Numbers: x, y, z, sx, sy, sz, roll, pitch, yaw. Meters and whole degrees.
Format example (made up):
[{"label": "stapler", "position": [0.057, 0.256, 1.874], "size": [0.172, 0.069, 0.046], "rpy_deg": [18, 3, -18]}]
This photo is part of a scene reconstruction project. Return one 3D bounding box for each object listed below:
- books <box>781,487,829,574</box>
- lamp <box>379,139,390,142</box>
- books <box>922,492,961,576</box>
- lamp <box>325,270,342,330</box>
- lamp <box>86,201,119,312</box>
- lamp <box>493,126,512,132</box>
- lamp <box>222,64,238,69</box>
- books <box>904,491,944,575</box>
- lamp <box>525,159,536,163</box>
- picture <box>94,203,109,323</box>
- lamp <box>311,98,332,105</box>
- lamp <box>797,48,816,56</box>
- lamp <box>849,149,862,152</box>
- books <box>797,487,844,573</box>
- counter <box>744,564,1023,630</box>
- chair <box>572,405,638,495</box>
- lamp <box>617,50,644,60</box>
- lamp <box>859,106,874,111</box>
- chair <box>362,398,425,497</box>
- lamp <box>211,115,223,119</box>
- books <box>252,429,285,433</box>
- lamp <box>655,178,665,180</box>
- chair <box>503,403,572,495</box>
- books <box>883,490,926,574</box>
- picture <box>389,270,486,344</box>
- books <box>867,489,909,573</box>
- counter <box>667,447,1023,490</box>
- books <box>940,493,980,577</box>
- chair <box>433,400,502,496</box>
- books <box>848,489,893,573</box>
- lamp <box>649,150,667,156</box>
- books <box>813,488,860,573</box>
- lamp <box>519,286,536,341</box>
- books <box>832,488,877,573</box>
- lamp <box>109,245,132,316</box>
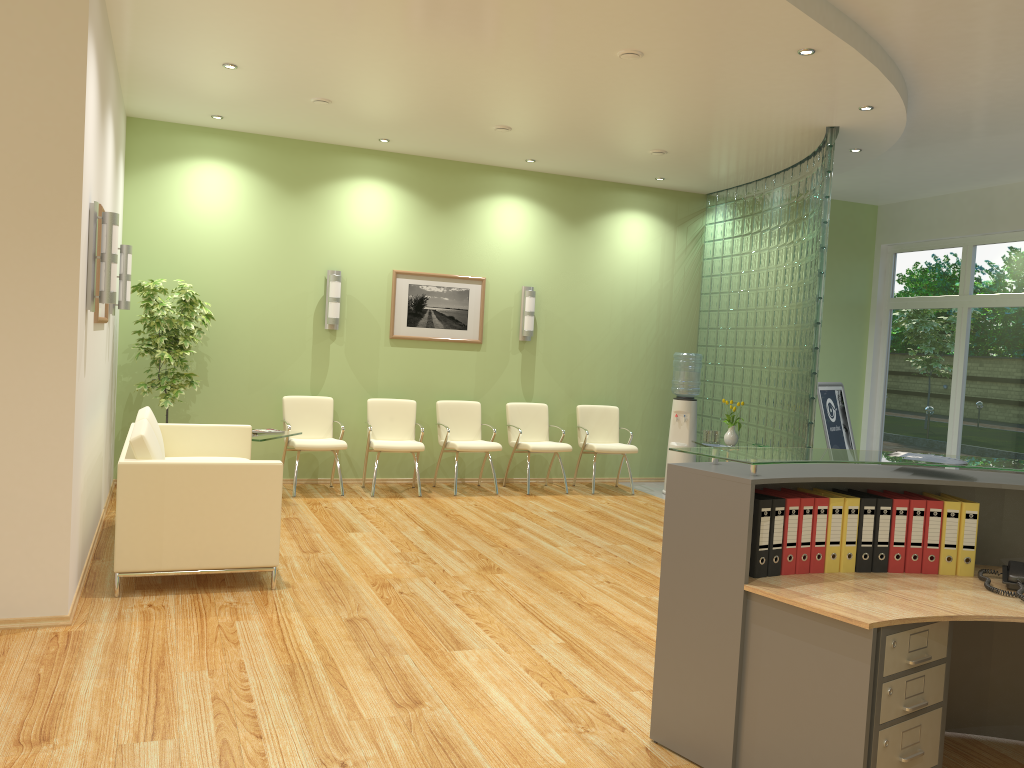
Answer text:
[{"label": "books", "position": [1.114, 0.557, 3.399], "size": [0.063, 0.282, 0.231], "rpy_deg": [3, 3, -16]}, {"label": "lamp", "position": [-1.208, -2.299, 8.379], "size": [0.105, 0.011, 0.105], "rpy_deg": [1, 3, -40]}, {"label": "books", "position": [1.681, 0.585, 3.492], "size": [0.063, 0.282, 0.231], "rpy_deg": [3, 3, 5]}, {"label": "lamp", "position": [-1.750, -0.826, 8.711], "size": [0.134, 0.580, 0.142], "rpy_deg": [2, 3, -21]}, {"label": "lamp", "position": [-2.178, -0.671, 4.724], "size": [0.142, 0.580, 0.134], "rpy_deg": [2, 3, -21]}, {"label": "lamp", "position": [-0.084, -2.196, 7.666], "size": [0.167, 0.024, 0.167], "rpy_deg": [5, 3, 29]}, {"label": "lamp", "position": [-1.999, -2.250, 6.289], "size": [0.105, 0.011, 0.105], "rpy_deg": [4, 3, 12]}, {"label": "books", "position": [1.610, 0.581, 3.491], "size": [0.063, 0.282, 0.231], "rpy_deg": [3, 3, 2]}, {"label": "lamp", "position": [0.187, -2.244, 8.929], "size": [0.105, 0.011, 0.105], "rpy_deg": [1, 3, -40]}, {"label": "picture", "position": [-2.610, -0.738, 5.667], "size": [0.025, 0.700, 1.000], "rpy_deg": [2, 3, -21]}, {"label": "lamp", "position": [-1.527, -2.253, 7.097], "size": [0.167, 0.024, 0.167], "rpy_deg": [5, 3, 29]}, {"label": "lamp", "position": [1.768, -1.992, 5.326], "size": [0.105, 0.011, 0.105], "rpy_deg": [5, 3, 38]}, {"label": "lamp", "position": [2.990, -2.030, 7.714], "size": [0.105, 0.011, 0.105], "rpy_deg": [3, 3, -4]}, {"label": "books", "position": [1.157, 0.558, 3.412], "size": [0.062, 0.282, 0.233], "rpy_deg": [2, 3, -27]}, {"label": "counter", "position": [2.350, 0.821, 2.428], "size": [1.723, 0.018, 3.444], "rpy_deg": [1, 3, -36]}, {"label": "chair", "position": [0.994, 0.689, 9.463], "size": [0.536, 0.881, 0.650], "rpy_deg": [2, 3, -17]}, {"label": "lamp", "position": [0.740, -2.055, 5.559], "size": [0.167, 0.024, 0.167], "rpy_deg": [4, 3, 18]}, {"label": "lamp", "position": [2.567, -1.996, 6.427], "size": [0.105, 0.011, 0.105], "rpy_deg": [3, 3, -6]}, {"label": "chair", "position": [-1.146, 0.605, 8.622], "size": [0.536, 0.881, 0.650], "rpy_deg": [2, 3, -17]}, {"label": "lamp", "position": [-2.603, -2.353, 7.830], "size": [0.105, 0.011, 0.105], "rpy_deg": [3, 3, 4]}, {"label": "books", "position": [-2.171, 0.400, 7.677], "size": [0.230, 0.031, 0.328], "rpy_deg": [6, 4, 44]}, {"label": "lamp", "position": [1.581, -2.189, 9.479], "size": [0.105, 0.011, 0.105], "rpy_deg": [1, 3, -40]}, {"label": "chair", "position": [13.477, 1.674, 2.158], "size": [30.806, 0.986, 0.748], "rpy_deg": [5, 3, 28]}, {"label": "books", "position": [1.534, 0.576, 3.487], "size": [0.063, 0.282, 0.231], "rpy_deg": [3, 3, -3]}, {"label": "picture", "position": [-0.757, -0.790, 9.165], "size": [1.000, 0.700, 0.025], "rpy_deg": [2, 3, -21]}, {"label": "books", "position": [1.465, 0.573, 3.480], "size": [0.063, 0.282, 0.231], "rpy_deg": [3, 3, -3]}, {"label": "counter", "position": [2.418, 0.427, 2.443], "size": [1.837, 0.078, 3.674], "rpy_deg": [1, 3, -36]}, {"label": "books", "position": [1.725, 0.587, 3.487], "size": [0.062, 0.282, 0.233], "rpy_deg": [3, 3, -9]}, {"label": "chair", "position": [13.099, 1.660, 2.003], "size": [31.281, 0.986, 0.752], "rpy_deg": [5, 3, 27]}, {"label": "books", "position": [1.365, 0.568, 3.461], "size": [0.062, 0.282, 0.233], "rpy_deg": [2, 3, -22]}, {"label": "lamp", "position": [1.358, -2.140, 8.234], "size": [0.167, 0.024, 0.167], "rpy_deg": [1, 3, -38]}, {"label": "books", "position": [1.224, 0.561, 3.430], "size": [0.062, 0.282, 0.233], "rpy_deg": [2, 3, -27]}, {"label": "lamp", "position": [0.172, -0.751, 9.468], "size": [0.134, 0.580, 0.142], "rpy_deg": [2, 3, -21]}, {"label": "books", "position": [1.298, 0.565, 3.447], "size": [0.062, 0.282, 0.233], "rpy_deg": [2, 3, -22]}, {"label": "lamp", "position": [-2.931, -0.800, 6.646], "size": [0.142, 0.580, 0.134], "rpy_deg": [2, 3, -21]}]
